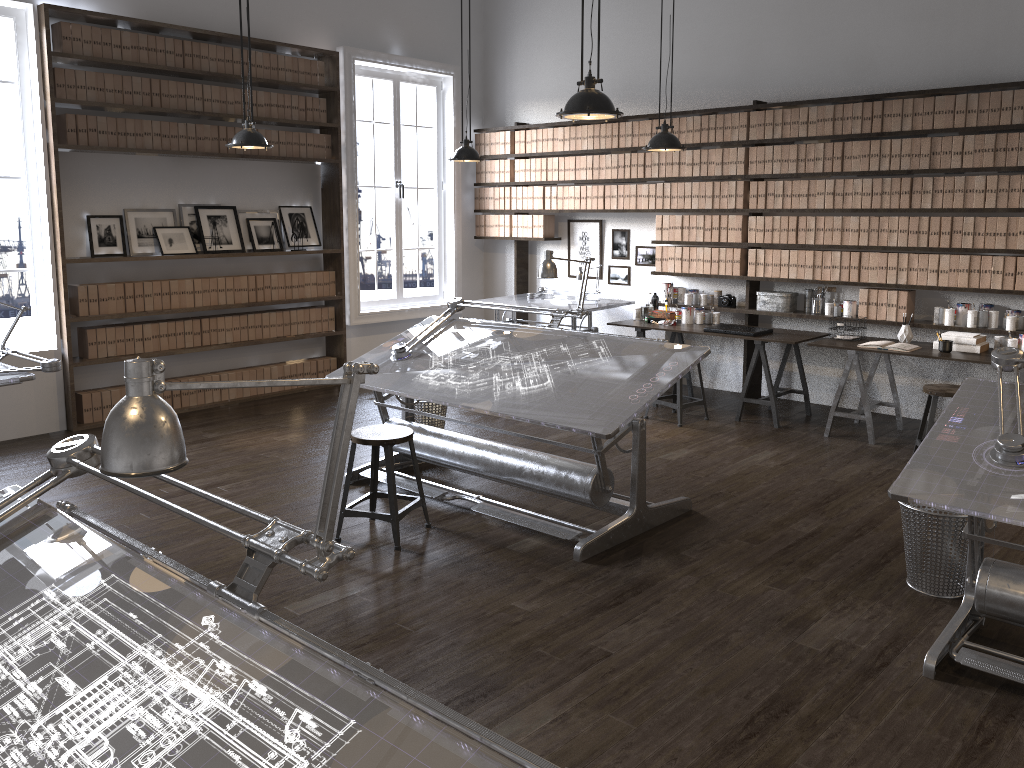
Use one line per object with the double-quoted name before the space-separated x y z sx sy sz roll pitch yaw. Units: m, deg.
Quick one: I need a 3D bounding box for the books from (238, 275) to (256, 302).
"books" -2.272 -0.816 7.582 0.175 0.224 0.067 8 12 42

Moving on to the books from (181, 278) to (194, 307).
"books" -2.650 -0.736 7.164 0.175 0.224 0.067 8 12 42

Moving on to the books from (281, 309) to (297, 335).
"books" -2.000 -0.555 7.916 0.175 0.224 0.067 8 12 42

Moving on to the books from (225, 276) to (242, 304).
"books" -2.361 -0.796 7.475 0.175 0.224 0.067 8 12 42

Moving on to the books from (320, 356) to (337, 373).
"books" -1.719 -0.141 8.294 0.175 0.224 0.067 8 12 42

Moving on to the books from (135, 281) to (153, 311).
"books" -2.877 -0.688 6.915 0.175 0.224 0.067 8 12 42

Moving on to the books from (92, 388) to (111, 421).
"books" -3.127 0.155 6.753 0.175 0.224 0.067 8 12 42

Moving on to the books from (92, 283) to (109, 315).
"books" -3.110 -0.639 6.657 0.175 0.224 0.067 8 12 42

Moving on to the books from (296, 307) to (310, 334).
"books" -1.912 -0.574 8.018 0.175 0.224 0.067 8 12 42

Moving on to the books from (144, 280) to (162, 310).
"books" -2.832 -0.699 6.970 0.175 0.224 0.067 8 12 42

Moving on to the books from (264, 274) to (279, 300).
"books" -2.121 -0.846 7.740 0.175 0.224 0.067 8 12 42

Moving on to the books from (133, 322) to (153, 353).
"books" -2.895 -0.368 6.942 0.175 0.224 0.067 8 12 42

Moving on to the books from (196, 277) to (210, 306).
"books" -2.556 -0.756 7.270 0.175 0.224 0.067 8 12 42

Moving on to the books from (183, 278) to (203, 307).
"books" -2.600 -0.746 7.216 0.175 0.224 0.067 8 12 42

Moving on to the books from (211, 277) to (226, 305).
"books" -2.460 -0.776 7.371 0.175 0.224 0.067 8 12 42

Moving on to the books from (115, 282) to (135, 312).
"books" -2.974 -0.668 6.807 0.175 0.224 0.067 8 12 42

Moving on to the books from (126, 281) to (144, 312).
"books" -2.928 -0.679 6.866 0.175 0.224 0.067 8 12 42

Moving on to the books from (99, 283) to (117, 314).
"books" -3.070 -0.648 6.707 0.175 0.224 0.067 8 12 42

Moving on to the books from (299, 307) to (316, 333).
"books" -1.863 -0.583 8.064 0.175 0.224 0.067 8 12 42

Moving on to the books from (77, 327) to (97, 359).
"books" -3.179 -0.308 6.627 0.175 0.224 0.067 8 12 42

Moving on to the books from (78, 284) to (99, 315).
"books" -3.158 -0.629 6.604 0.175 0.224 0.067 8 12 42

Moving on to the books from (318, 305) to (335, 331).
"books" -1.724 -0.613 8.218 0.175 0.224 0.067 8 12 42

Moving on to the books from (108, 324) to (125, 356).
"books" -3.040 -0.339 6.789 0.175 0.224 0.067 8 12 42

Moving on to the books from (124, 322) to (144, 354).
"books" -2.942 -0.358 6.888 0.175 0.224 0.067 8 12 42

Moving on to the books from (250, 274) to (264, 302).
"books" -2.218 -0.826 7.632 0.175 0.224 0.067 8 12 42

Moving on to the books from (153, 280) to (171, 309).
"books" -2.785 -0.709 7.022 0.175 0.224 0.067 8 12 42

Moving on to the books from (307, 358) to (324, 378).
"books" -1.817 -0.119 8.182 0.175 0.224 0.067 8 12 42

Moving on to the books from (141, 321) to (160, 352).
"books" -2.854 -0.377 6.989 0.175 0.224 0.067 8 12 42

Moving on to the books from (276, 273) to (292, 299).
"books" -2.029 -0.867 7.847 0.175 0.224 0.067 8 12 42

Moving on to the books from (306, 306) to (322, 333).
"books" -1.822 -0.593 8.117 0.175 0.224 0.067 8 12 42

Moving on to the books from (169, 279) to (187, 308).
"books" -2.693 -0.727 7.119 0.175 0.224 0.067 8 12 42

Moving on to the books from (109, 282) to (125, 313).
"books" -3.028 -0.658 6.756 0.175 0.224 0.067 8 12 42

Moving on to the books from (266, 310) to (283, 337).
"books" -2.098 -0.536 7.817 0.175 0.224 0.067 8 12 42

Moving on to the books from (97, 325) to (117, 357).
"books" -3.084 -0.328 6.735 0.175 0.224 0.067 8 12 42

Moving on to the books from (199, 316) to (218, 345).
"books" -2.522 -0.447 7.355 0.175 0.224 0.067 8 12 42

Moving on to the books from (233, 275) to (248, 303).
"books" -2.321 -0.805 7.525 0.175 0.224 0.067 8 12 42

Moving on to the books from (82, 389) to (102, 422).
"books" -3.177 0.164 6.704 0.175 0.224 0.067 8 12 42

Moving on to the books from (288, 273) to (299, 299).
"books" -1.979 -0.875 7.893 0.175 0.224 0.067 8 12 42

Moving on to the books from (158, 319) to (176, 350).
"books" -2.764 -0.396 7.089 0.175 0.224 0.067 8 12 42

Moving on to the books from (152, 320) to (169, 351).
"books" -2.805 -0.386 7.035 0.175 0.224 0.067 8 12 42

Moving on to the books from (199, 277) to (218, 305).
"books" -2.510 -0.766 7.323 0.175 0.224 0.067 8 12 42

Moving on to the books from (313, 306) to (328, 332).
"books" -1.775 -0.603 8.169 0.175 0.224 0.067 8 12 42

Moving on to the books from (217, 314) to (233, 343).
"books" -2.426 -0.466 7.454 0.175 0.224 0.067 8 12 42

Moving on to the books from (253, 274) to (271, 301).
"books" -2.172 -0.837 7.691 0.175 0.224 0.067 8 12 42

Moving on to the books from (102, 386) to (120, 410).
"books" -3.080 0.144 6.807 0.175 0.224 0.067 8 12 42

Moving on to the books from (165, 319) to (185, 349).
"books" -2.717 -0.406 7.141 0.175 0.224 0.067 8 12 42

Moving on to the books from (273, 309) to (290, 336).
"books" -2.050 -0.545 7.867 0.175 0.224 0.067 8 12 42

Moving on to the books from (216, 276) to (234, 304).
"books" -2.409 -0.785 7.422 0.175 0.224 0.067 8 12 42

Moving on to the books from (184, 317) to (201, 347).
"books" -2.622 -0.426 7.245 0.175 0.224 0.067 8 12 42

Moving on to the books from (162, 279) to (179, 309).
"books" -2.735 -0.717 7.067 0.175 0.224 0.067 8 12 42

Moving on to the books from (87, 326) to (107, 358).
"books" -3.131 -0.318 6.680 0.175 0.224 0.067 8 12 42

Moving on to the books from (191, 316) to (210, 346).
"books" -2.567 -0.436 7.296 0.175 0.224 0.067 8 12 42

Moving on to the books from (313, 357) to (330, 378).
"books" -1.772 -0.130 8.240 0.175 0.224 0.067 8 12 42

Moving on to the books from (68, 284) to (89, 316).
"books" -3.209 -0.619 6.553 0.175 0.224 0.067 8 12 42

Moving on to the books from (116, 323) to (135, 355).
"books" -2.992 -0.348 6.839 0.175 0.224 0.067 8 12 42

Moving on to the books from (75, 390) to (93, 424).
"books" -3.226 0.174 6.654 0.175 0.224 0.067 8 12 42
